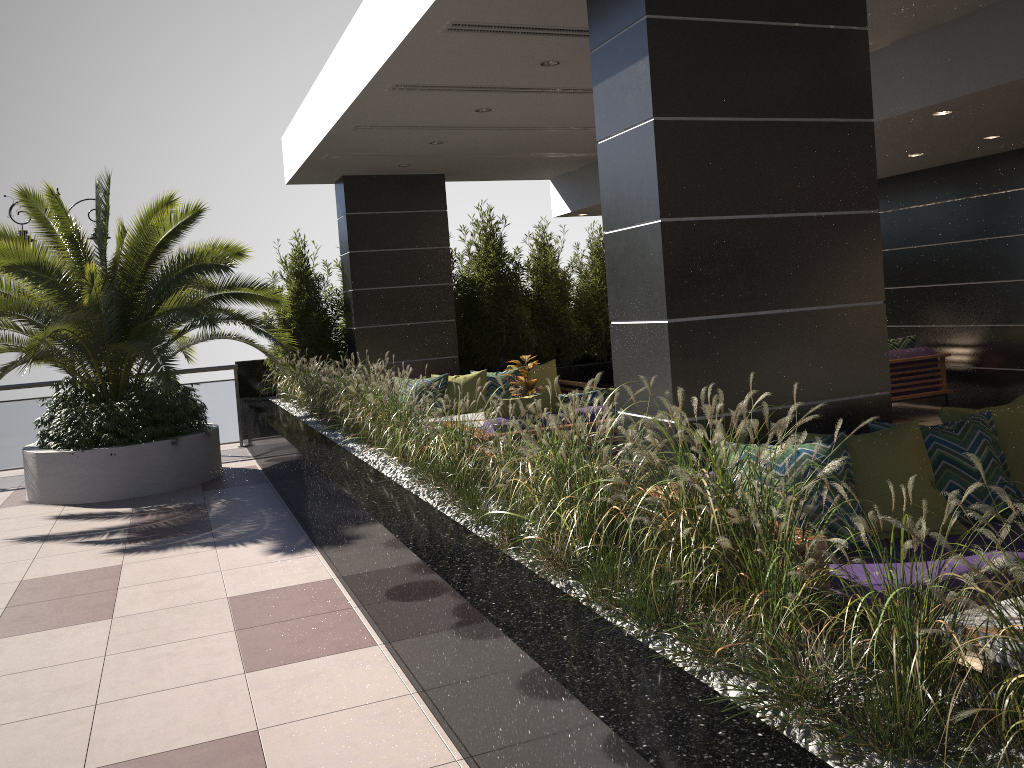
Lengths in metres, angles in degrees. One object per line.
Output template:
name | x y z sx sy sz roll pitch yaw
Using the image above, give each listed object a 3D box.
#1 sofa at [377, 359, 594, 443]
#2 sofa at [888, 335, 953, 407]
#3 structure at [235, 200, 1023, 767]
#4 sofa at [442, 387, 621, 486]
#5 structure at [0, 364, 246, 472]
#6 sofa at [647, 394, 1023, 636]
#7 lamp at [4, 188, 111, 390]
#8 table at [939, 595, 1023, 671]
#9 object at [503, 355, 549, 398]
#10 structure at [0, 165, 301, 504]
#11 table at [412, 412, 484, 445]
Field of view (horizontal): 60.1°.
sofa | -0.296 0.291 9.285 2.130 0.918 1.120 -6 4 -21
sofa | 3.593 -0.041 9.754 2.130 0.918 1.120 -6 4 -21
structure | 4.329 -0.515 1.908 7.831 3.115 24.748 -6 5 -21
sofa | 0.639 0.431 6.894 2.130 0.918 1.120 -6 4 -21
structure | -6.045 1.376 0.989 12.941 1.056 17.517 -6 5 -21
sofa | 1.816 0.607 3.881 2.130 0.918 1.120 -6 4 -21
lamp | -5.221 -0.653 10.449 1.124 3.322 0.264 -5 2 -21
table | 2.369 0.871 2.490 2.040 0.552 0.942 -6 4 -21
object | 0.127 0.005 8.102 0.430 0.525 0.426 -4 3 -4
structure | -4.181 -0.597 9.120 3.746 3.297 3.816 -3 4 22
table | 0.170 0.541 8.115 2.040 0.552 0.942 -6 4 -21
